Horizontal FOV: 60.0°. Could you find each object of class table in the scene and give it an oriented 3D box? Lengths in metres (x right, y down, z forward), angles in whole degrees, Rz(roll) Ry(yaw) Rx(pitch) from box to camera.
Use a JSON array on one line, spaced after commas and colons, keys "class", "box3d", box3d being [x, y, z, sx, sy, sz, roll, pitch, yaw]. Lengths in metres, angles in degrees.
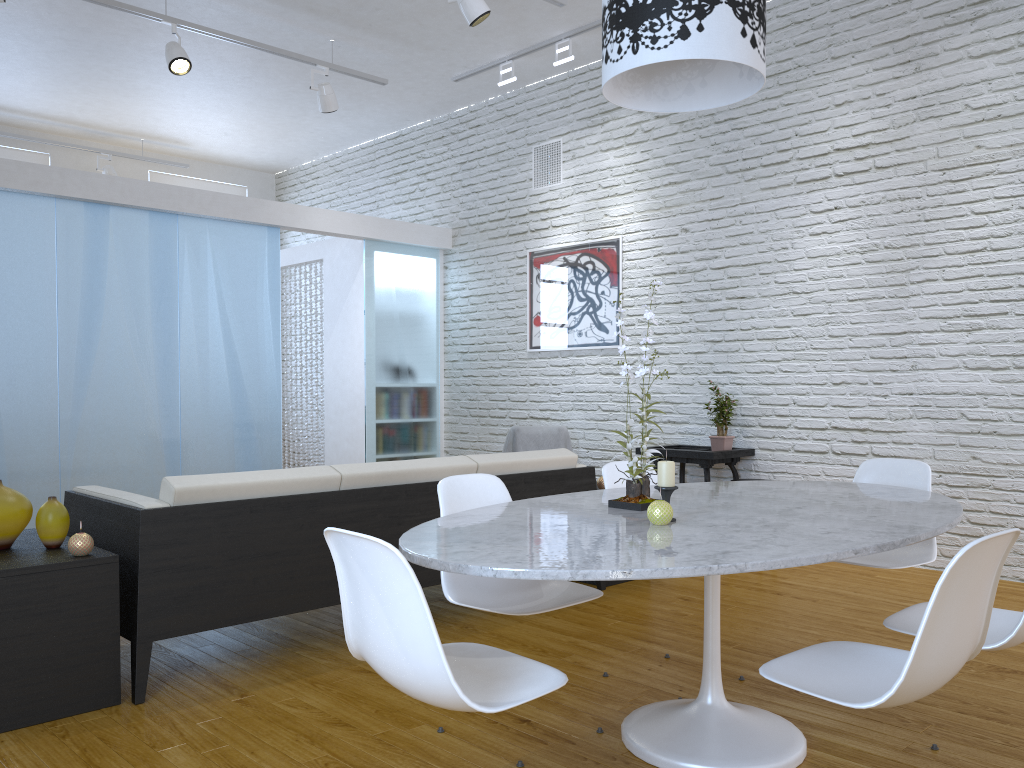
[{"class": "table", "box3d": [1.114, 0.680, 5.413, 0.440, 0.578, 0.563, -1, 1, -44]}, {"class": "table", "box3d": [0.536, 0.650, 2.376, 1.909, 0.623, 1.070, 0, 0, -44]}]

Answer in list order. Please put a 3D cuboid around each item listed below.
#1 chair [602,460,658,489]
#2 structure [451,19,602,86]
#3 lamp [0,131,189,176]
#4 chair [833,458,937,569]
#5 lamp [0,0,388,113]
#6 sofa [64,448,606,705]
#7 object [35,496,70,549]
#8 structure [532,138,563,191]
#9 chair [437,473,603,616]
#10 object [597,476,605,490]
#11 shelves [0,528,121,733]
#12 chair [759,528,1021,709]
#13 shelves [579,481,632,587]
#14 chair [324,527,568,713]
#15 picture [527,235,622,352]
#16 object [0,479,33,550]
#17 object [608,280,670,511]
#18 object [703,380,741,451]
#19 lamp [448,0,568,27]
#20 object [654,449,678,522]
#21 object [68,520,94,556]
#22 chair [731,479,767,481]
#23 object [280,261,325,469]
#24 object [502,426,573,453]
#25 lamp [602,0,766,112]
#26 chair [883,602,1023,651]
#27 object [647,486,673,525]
[{"class": "chair", "box3d": [0.515, 0.440, 2.906, 0.405, 0.352, 0.419, -1, 1, -40]}, {"class": "structure", "box3d": [0.919, -2.175, 5.130, 0.052, 0.183, 3.904, -2, 1, -44]}, {"class": "lamp", "box3d": [-4.221, -2.000, 7.373, 0.197, 0.487, 3.117, 1, 1, 45]}, {"class": "chair", "box3d": [1.212, 0.439, 3.005, 0.419, 0.352, 0.405, -1, 1, -42]}, {"class": "lamp", "box3d": [-1.989, -2.010, 5.036, 0.205, 0.487, 3.116, 1, 1, 44]}, {"class": "sofa", "box3d": [-1.102, 0.640, 4.199, 5.335, 0.679, 9.721, 0, 0, -44]}, {"class": "object", "box3d": [-1.440, 0.433, 2.780, 0.095, 0.160, 0.095, 0, 1, -2]}, {"class": "structure", "box3d": [0.263, -1.621, 6.565, 0.010, 0.335, 0.308, -2, 2, -44]}, {"class": "chair", "box3d": [0.008, 0.440, 2.453, 0.405, 0.352, 0.419, -1, 1, -44]}, {"class": "object", "box3d": [0.449, 0.463, 4.314, 0.071, 0.104, 0.071, 0, 1, -17]}, {"class": "shelves", "box3d": [-1.556, 0.739, 2.807, 0.349, 0.451, 0.729, -1, 1, -44]}, {"class": "chair", "box3d": [0.733, 0.436, 1.727, 0.405, 0.352, 0.419, -1, 1, -41]}, {"class": "shelves", "box3d": [0.317, 0.741, 4.593, 0.349, 0.451, 0.729, -1, 1, -44]}, {"class": "chair", "box3d": [-0.135, 0.438, 1.722, 0.419, 0.352, 0.405, -1, 1, -42]}, {"class": "picture", "box3d": [0.435, -0.630, 6.400, 0.010, 0.770, 0.920, -2, 2, -44]}, {"class": "object", "box3d": [-1.610, 0.406, 2.762, 0.207, 0.215, 0.207, 0, 1, -2]}, {"class": "object", "box3d": [0.355, 0.025, 2.415, 0.166, 0.639, 0.202, -1, 2, -15]}, {"class": "object", "box3d": [1.269, 0.194, 5.377, 0.175, 0.437, 0.237, -1, 1, -19]}, {"class": "lamp", "box3d": [-0.845, -2.015, 3.788, 3.117, 0.487, 0.223, 0, 1, -44]}, {"class": "object", "box3d": [0.381, 0.250, 2.191, 0.059, 0.177, 0.059, 1, 2, 31]}, {"class": "object", "box3d": [-1.291, 0.461, 2.655, 0.071, 0.104, 0.071, 0, 1, -17]}, {"class": "chair", "box3d": [1.396, 0.764, 5.122, 0.262, 0.408, 0.262, 1, 1, 28]}, {"class": "object", "box3d": [-1.869, -0.038, 7.761, 0.051, 2.017, 0.922, -2, 2, -44]}, {"class": "object", "box3d": [0.200, 0.628, 5.921, 0.645, 0.688, 0.635, 0, 1, -5]}, {"class": "lamp", "box3d": [0.423, -1.506, 2.184, 0.400, 1.539, 0.399, 0, 2, 13]}, {"class": "chair", "box3d": [1.128, 0.437, 2.086, 0.419, 0.352, 0.405, 0, 1, 45]}, {"class": "object", "box3d": [0.356, 0.292, 2.132, 0.063, 0.091, 0.062, 0, 1, 4]}]
